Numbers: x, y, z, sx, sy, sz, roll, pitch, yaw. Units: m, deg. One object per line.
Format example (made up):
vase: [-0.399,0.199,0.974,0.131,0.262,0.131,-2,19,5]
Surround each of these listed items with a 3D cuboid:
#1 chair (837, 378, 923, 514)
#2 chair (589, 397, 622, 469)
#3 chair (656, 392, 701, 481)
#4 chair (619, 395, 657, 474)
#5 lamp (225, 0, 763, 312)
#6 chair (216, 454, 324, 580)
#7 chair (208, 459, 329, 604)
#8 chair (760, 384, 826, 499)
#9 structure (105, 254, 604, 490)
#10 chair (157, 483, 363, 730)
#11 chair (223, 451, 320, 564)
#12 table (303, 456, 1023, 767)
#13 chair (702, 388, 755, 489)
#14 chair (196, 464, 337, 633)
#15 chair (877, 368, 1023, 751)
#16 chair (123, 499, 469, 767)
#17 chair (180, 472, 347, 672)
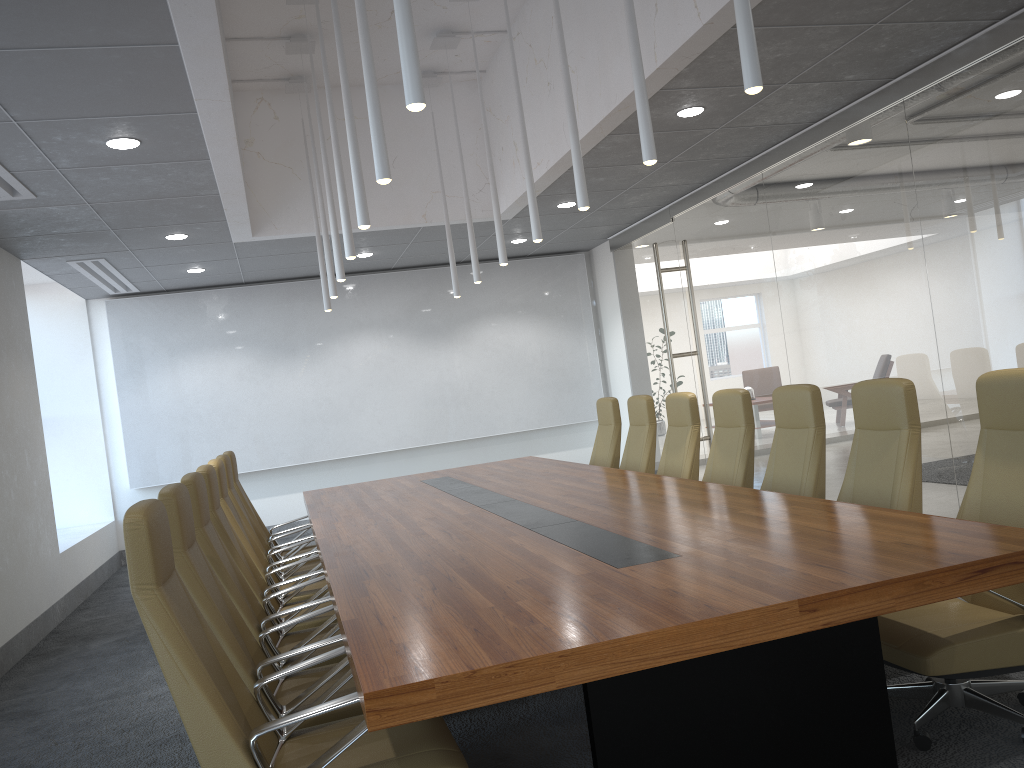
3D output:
chair: [1.585,0.724,4.480,0.955,1.406,0.711,-8,0,-15]
chair: [0.578,0.879,8.348,0.955,1.406,0.711,-8,0,-15]
chair: [0.983,0.817,6.792,0.955,1.406,0.711,-8,0,-15]
chair: [0.779,0.848,7.575,0.955,1.406,0.711,-8,0,-15]
lamp: [-0.485,-2.124,5.699,2.619,2.378,7.258,-8,0,-15]
chair: [-1.713,1.183,6.903,0.955,1.406,0.711,-8,0,-15]
chair: [-1.518,1.153,6.152,0.955,1.406,0.711,-8,0,-15]
chair: [1.385,0.755,5.250,0.955,1.406,0.711,-8,0,-15]
structure: [-0.219,-0.545,5.710,6.600,2.466,13.989,-8,0,-15]
chair: [-0.907,1.059,3.805,0.955,1.406,0.711,-8,0,-15]
chair: [-1.914,1.213,7.673,0.955,1.406,0.711,-8,0,-15]
table: [-0.034,1.207,5.684,2.300,0.895,6.500,-8,0,-15]
chair: [1.183,0.786,6.023,0.955,1.406,0.711,-8,0,-15]
chair: [-1.313,1.121,5.365,0.955,1.406,0.711,-8,0,-15]
chair: [1.856,0.684,3.711,0.955,1.406,0.711,-8,0,-15]
chair: [-0.709,1.029,3.046,0.955,1.406,0.711,-8,0,-15]
chair: [-1.110,1.090,4.587,0.955,1.406,0.711,-8,0,-15]
